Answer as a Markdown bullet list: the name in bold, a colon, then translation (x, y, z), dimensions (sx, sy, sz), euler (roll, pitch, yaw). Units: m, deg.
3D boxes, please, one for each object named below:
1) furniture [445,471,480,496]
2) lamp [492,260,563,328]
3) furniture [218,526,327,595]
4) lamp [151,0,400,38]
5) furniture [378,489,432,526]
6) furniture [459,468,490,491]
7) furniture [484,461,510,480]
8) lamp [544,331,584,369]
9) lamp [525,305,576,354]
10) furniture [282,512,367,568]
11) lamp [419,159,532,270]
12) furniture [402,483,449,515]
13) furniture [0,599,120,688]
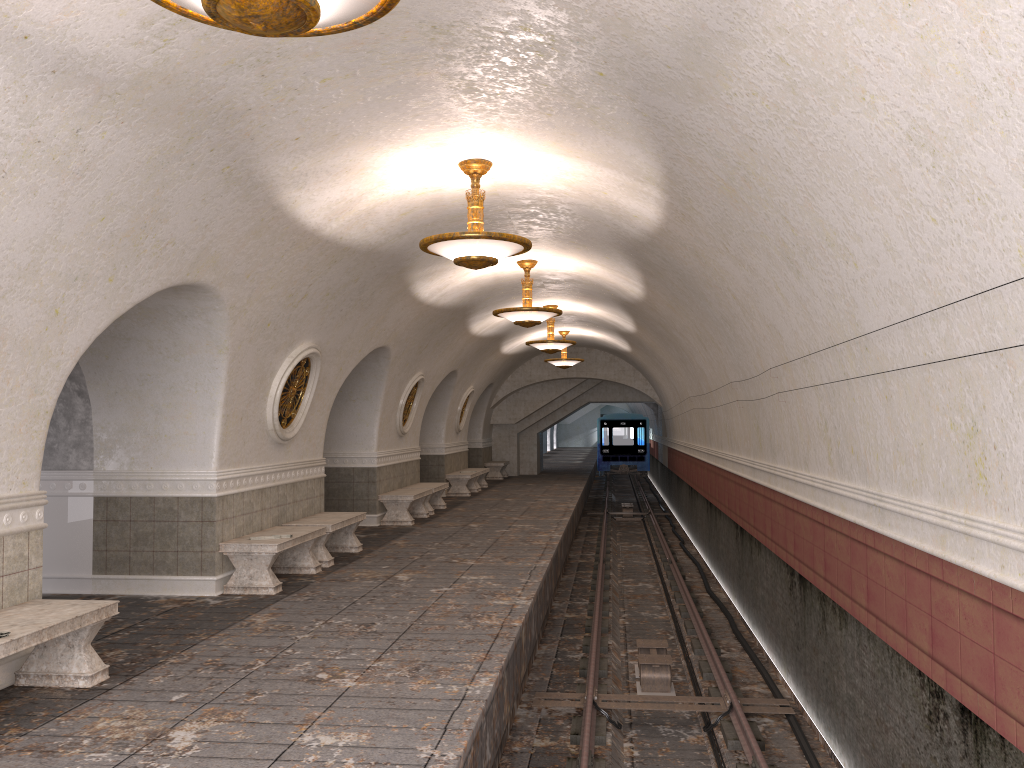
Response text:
- **furniture**: translation (-1.175, 2.404, 21.413), dimensions (0.613, 0.508, 1.509), euler (-1, -3, 6)
- **lamp**: translation (0.220, -1.279, 12.735), dimensions (1.008, 0.955, 1.008), euler (-1, -3, 22)
- **furniture**: translation (-2.530, 1.868, 9.518), dimensions (0.613, 0.508, 1.509), euler (-1, -3, 6)
- **lamp**: translation (-0.876, -1.713, 3.115), dimensions (1.008, 0.955, 1.008), euler (0, -3, -9)
- **furniture**: translation (-1.849, 2.138, 15.495), dimensions (0.613, 0.508, 1.509), euler (-1, -3, 6)
- **furniture**: translation (-0.985, 2.479, 23.082), dimensions (0.613, 0.508, 1.509), euler (-1, -3, 6)
- **furniture**: translation (-0.462, 2.686, 27.669), dimensions (0.613, 0.508, 1.509), euler (-1, -3, 6)
- **lamp**: translation (1.312, -0.848, 22.321), dimensions (1.008, 0.955, 1.008), euler (2, -3, -38)
- **lamp**: translation (0.766, -1.064, 17.527), dimensions (1.008, 0.955, 1.008), euler (-1, -3, 22)
- **furniture**: translation (-2.340, 1.944, 11.187), dimensions (0.613, 0.508, 1.509), euler (-1, -3, 6)
- **lamp**: translation (-0.326, -1.495, 7.941), dimensions (1.008, 0.955, 1.008), euler (0, -3, -9)
- **furniture**: translation (-1.659, 2.213, 17.164), dimensions (0.613, 0.508, 1.509), euler (-1, -3, 6)
- **furniture**: translation (-3.019, 1.675, 5.223), dimensions (0.613, 0.508, 1.509), euler (-1, -3, 6)
